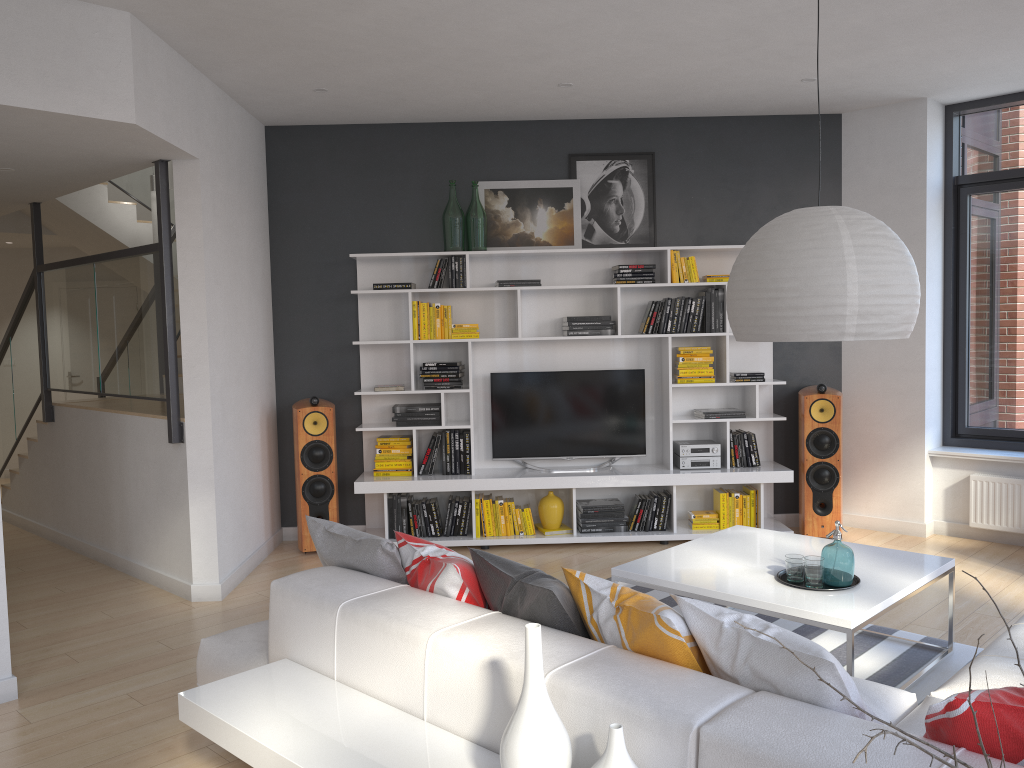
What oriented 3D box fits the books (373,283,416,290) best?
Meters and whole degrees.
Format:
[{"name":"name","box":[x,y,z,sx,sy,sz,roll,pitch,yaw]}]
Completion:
[{"name":"books","box":[-0.821,-0.680,6.221,0.268,0.046,0.208,-1,4,3]}]

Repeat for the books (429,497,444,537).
[{"name":"books","box":[-0.531,0.937,6.249,0.083,0.249,0.191,-1,4,-1]}]

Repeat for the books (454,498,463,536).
[{"name":"books","box":[-0.378,0.935,6.255,0.071,0.243,0.179,-1,4,-2]}]

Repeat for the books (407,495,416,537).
[{"name":"books","box":[-0.703,0.931,6.257,0.053,0.268,0.202,-1,4,-1]}]

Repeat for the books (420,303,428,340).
[{"name":"books","box":[-0.613,-0.441,6.262,0.044,0.255,0.198,-1,4,-1]}]

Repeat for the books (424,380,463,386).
[{"name":"books","box":[-0.483,-0.005,6.275,0.270,0.025,0.189,-1,4,-2]}]

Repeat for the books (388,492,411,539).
[{"name":"books","box":[-0.793,0.911,6.259,0.128,0.321,0.259,-1,4,-1]}]

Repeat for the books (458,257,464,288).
[{"name":"books","box":[-0.354,-0.777,6.232,0.038,0.218,0.169,-1,4,-1]}]

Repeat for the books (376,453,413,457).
[{"name":"books","box":[-0.837,0.496,6.344,0.251,0.019,0.180,-1,4,-1]}]

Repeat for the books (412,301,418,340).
[{"name":"books","box":[-0.674,-0.446,6.247,0.029,0.270,0.204,-1,4,-1]}]

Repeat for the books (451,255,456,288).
[{"name":"books","box":[-0.408,-0.782,6.235,0.025,0.232,0.176,-1,4,-1]}]

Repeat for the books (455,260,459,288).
[{"name":"books","box":[-0.383,-0.768,6.231,0.021,0.200,0.147,-1,4,-1]}]

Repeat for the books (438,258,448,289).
[{"name":"books","box":[-0.481,-0.771,6.228,0.074,0.212,0.154,-1,4,-2]}]

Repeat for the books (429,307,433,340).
[{"name":"books","box":[-0.563,-0.426,6.245,0.024,0.229,0.156,-1,4,-1]}]

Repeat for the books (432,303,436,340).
[{"name":"books","box":[-0.543,-0.441,6.263,0.019,0.251,0.180,-1,4,-1]}]

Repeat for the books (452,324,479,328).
[{"name":"books","box":[-0.329,-0.410,6.266,0.186,0.026,0.138,-1,4,-1]}]

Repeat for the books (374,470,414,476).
[{"name":"books","box":[-0.831,0.628,6.327,0.270,0.029,0.204,-1,4,4]}]

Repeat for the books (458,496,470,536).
[{"name":"books","box":[-0.340,0.931,6.267,0.084,0.249,0.191,-1,4,-1]}]

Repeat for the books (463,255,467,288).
[{"name":"books","box":[-0.326,-0.784,6.225,0.019,0.230,0.174,-1,4,-1]}]

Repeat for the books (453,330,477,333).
[{"name":"books","box":[-0.330,-0.372,6.241,0.169,0.018,0.113,-1,4,1]}]

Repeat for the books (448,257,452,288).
[{"name":"books","box":[-0.432,-0.775,6.230,0.021,0.221,0.156,-1,4,-1]}]

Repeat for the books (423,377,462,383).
[{"name":"books","box":[-0.491,-0.034,6.292,0.266,0.030,0.209,-2,4,-2]}]

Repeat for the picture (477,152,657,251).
[{"name":"picture","box":[0.394,-1.295,6.354,1.279,0.707,0.076,-1,4,-1]}]

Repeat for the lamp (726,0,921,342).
[{"name":"lamp","box":[1.292,0.070,1.657,0.710,2.647,3.199,-2,4,-10]}]

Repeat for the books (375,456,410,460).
[{"name":"books","box":[-0.848,0.518,6.327,0.228,0.024,0.152,-1,4,3]}]

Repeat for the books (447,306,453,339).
[{"name":"books","box":[-0.435,-0.435,6.265,0.024,0.234,0.172,-1,4,-1]}]

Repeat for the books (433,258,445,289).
[{"name":"books","box":[-0.509,-0.770,6.240,0.087,0.214,0.171,-1,4,0]}]

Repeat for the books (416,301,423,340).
[{"name":"books","box":[-0.648,-0.447,6.257,0.025,0.270,0.213,-1,4,-1]}]

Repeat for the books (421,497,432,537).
[{"name":"books","box":[-0.596,0.936,6.252,0.066,0.255,0.193,-1,4,-1]}]

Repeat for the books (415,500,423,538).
[{"name":"books","box":[-0.646,0.947,6.248,0.049,0.236,0.170,-1,4,0]}]

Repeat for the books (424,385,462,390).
[{"name":"books","box":[-0.483,0.020,6.275,0.263,0.026,0.189,-2,4,-2]}]

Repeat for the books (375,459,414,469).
[{"name":"books","box":[-0.835,0.565,6.337,0.255,0.044,0.198,-1,4,-1]}]

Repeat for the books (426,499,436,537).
[{"name":"books","box":[-0.565,0.942,6.245,0.066,0.242,0.177,-1,4,-1]}]

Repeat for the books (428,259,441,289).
[{"name":"books","box":[-0.542,-0.770,6.234,0.096,0.213,0.166,-2,4,-2]}]

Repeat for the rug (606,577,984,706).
[{"name":"rug","box":[0.971,1.240,4.065,2.326,0.016,1.662,2,5,44]}]

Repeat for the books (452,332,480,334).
[{"name":"books","box":[-0.325,-0.360,6.261,0.196,0.011,0.148,-1,4,-1]}]

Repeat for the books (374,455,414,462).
[{"name":"books","box":[-0.839,0.535,6.350,0.263,0.015,0.198,-1,4,2]}]

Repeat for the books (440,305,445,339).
[{"name":"books","box":[-0.486,-0.436,6.264,0.023,0.239,0.169,-1,4,-1]}]

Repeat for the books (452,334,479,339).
[{"name":"books","box":[-0.325,-0.337,6.258,0.190,0.033,0.147,-1,4,-1]}]

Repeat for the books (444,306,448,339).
[{"name":"books","box":[-0.462,-0.434,6.261,0.024,0.234,0.172,-1,4,-1]}]

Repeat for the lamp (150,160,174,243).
[{"name":"lamp","box":[-3.230,-4.092,7.707,0.359,6.725,0.359,1,5,36]}]

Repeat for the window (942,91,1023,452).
[{"name":"window","box":[3.817,-0.731,5.667,1.960,2.402,0.170,2,5,44]}]

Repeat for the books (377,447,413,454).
[{"name":"books","box":[-0.826,0.469,6.341,0.250,0.035,0.185,-1,4,2]}]

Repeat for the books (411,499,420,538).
[{"name":"books","box":[-0.670,0.946,6.255,0.053,0.240,0.189,-1,4,0]}]

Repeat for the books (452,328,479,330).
[{"name":"books","box":[-0.324,-0.389,6.255,0.187,0.014,0.134,-1,4,-1]}]

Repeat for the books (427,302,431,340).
[{"name":"books","box":[-0.582,-0.444,6.265,0.015,0.263,0.199,-1,4,-1]}]

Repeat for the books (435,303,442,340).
[{"name":"books","box":[-0.516,-0.441,6.261,0.035,0.250,0.185,-1,4,-1]}]
